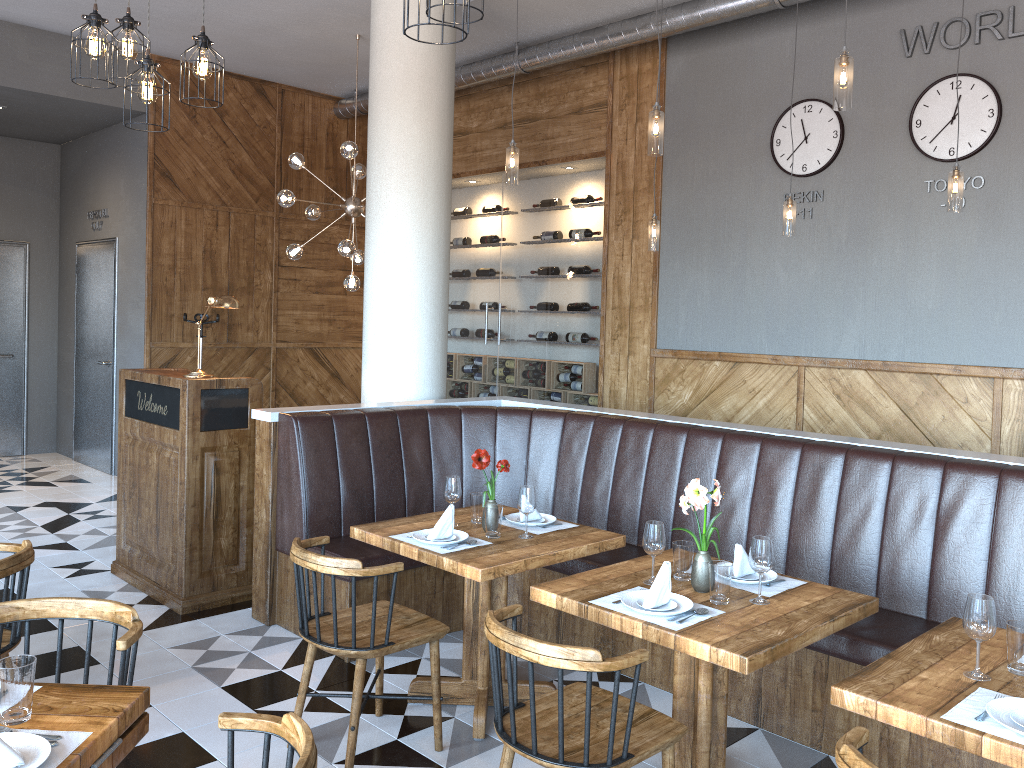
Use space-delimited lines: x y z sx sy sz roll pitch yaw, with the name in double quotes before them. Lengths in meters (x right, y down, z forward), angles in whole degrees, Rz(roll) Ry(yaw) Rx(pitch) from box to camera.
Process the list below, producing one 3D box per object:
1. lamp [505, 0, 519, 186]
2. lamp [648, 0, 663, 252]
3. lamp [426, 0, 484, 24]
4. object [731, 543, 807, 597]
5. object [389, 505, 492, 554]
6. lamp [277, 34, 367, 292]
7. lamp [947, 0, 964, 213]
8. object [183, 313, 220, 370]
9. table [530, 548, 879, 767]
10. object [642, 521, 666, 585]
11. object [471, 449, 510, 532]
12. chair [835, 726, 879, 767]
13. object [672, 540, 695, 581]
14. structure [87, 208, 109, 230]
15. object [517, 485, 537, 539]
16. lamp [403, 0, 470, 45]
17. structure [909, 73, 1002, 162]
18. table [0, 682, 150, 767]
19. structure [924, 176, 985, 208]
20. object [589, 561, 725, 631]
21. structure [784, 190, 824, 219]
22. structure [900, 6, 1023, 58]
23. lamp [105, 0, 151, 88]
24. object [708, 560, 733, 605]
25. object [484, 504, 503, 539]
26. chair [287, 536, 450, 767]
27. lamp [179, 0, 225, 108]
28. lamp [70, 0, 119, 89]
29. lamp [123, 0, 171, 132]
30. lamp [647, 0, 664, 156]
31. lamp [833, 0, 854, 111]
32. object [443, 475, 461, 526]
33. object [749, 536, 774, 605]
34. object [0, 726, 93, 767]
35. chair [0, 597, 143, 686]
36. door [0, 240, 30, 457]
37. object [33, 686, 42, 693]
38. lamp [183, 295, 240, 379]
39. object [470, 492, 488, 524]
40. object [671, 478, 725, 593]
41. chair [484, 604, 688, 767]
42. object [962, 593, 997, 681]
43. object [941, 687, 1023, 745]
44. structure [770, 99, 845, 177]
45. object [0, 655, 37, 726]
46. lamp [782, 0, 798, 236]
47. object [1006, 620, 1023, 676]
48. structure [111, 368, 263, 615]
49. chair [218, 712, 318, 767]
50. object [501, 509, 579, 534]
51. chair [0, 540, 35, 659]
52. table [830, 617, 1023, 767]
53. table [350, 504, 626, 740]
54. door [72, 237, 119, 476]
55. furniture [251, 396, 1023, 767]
"lamp" 0.027 -2.166 5.250 0.078 1.961 0.078 1 2 -12
"lamp" 1.041 -1.931 6.314 0.078 1.961 0.078 1 2 -12
"lamp" -0.141 -2.143 2.636 0.175 2.068 0.175 2 2 -4
"object" 0.853 0.640 3.232 0.272 0.137 0.352 -2 5 -44
"object" -0.295 0.576 3.661 0.272 0.137 0.352 -2 5 -44
"lamp" -1.348 -1.888 7.601 1.186 2.189 1.162 2 2 7
"lamp" 2.464 -1.927 4.846 0.078 1.961 0.078 1 2 -9
"object" -2.967 0.158 8.427 0.374 1.656 0.375 1 2 -22
"table" 0.651 1.097 3.064 0.850 0.763 0.851 -1 4 -44
"object" 0.502 0.598 3.138 0.081 0.215 0.081 3 2 37
"object" -0.111 0.459 3.847 0.171 0.355 0.156 3 3 39
"chair" 0.960 1.168 1.837 0.550 0.816 0.520 -1 3 -44
"object" 0.616 0.639 3.193 0.080 0.132 0.080 -1 3 -44
"structure" -4.316 -1.715 9.240 0.025 0.197 0.566 0 4 -44
"object" 0.062 0.541 3.749 0.081 0.215 0.081 1 2 -13
"lamp" -0.180 -1.998 2.421 0.175 2.068 0.175 3 2 29
"structure" 2.858 -1.718 5.728 0.046 0.560 0.561 0 3 -44
"table" -1.321 1.133 1.748 0.864 0.763 0.866 2 3 1
"structure" 2.861 -1.232 5.742 0.021 0.199 0.369 0 4 -44
"object" 0.469 0.655 2.873 0.272 0.137 0.352 -2 5 -44
"structure" 2.134 -1.307 6.492 0.021 0.197 0.306 0 4 -44
"structure" 3.569 -2.193 5.005 0.033 0.199 2.733 0 4 -44
"lamp" -1.699 -2.384 3.954 0.175 2.068 0.175 2 2 -1
"object" 0.690 0.659 2.937 0.080 0.132 0.080 3 3 31
"object" -0.078 0.580 3.729 0.080 0.132 0.080 3 3 31
"chair" -0.573 1.009 3.418 0.550 0.816 0.520 -1 3 -44
"lamp" -1.335 -2.267 3.867 0.175 2.068 0.175 1 2 -34
"lamp" -1.753 -2.315 3.754 0.175 2.068 0.175 1 2 -12
"lamp" -1.546 -2.137 3.793 0.175 2.068 0.175 2 2 -1
"lamp" 0.759 -2.148 4.494 0.078 1.961 0.078 3 2 32
"lamp" 1.450 -2.162 3.782 0.078 1.961 0.078 1 2 -9
"object" -0.266 0.518 3.930 0.081 0.215 0.081 3 2 37
"object" 0.830 0.620 2.957 0.081 0.215 0.081 1 2 -13
"object" -1.039 0.691 1.736 0.272 0.137 0.353 2 4 1
"chair" -1.307 1.061 2.384 0.519 0.816 0.550 2 2 1
"door" -5.862 -0.376 9.531 1.207 2.391 0.114 0 3 -44
"object" -1.307 0.664 2.003 0.352 0.137 0.272 2 4 1
"lamp" -1.772 -0.151 5.210 0.170 0.755 0.445 2 2 21
"object" -0.151 0.559 3.985 0.080 0.132 0.080 -1 3 -44
"object" 0.642 0.516 3.045 0.146 0.399 0.207 0 3 -37
"chair" 0.193 1.088 2.628 0.550 0.816 0.520 -1 3 -44
"object" 1.248 0.675 2.369 0.081 0.215 0.081 2 2 9
"object" 1.240 0.735 2.077 0.272 0.137 0.352 -2 5 -44
"structure" 2.147 -1.792 6.461 0.046 0.560 0.561 0 3 -44
"object" -1.094 0.677 1.954 0.080 0.132 0.080 0 3 -29
"lamp" 1.774 -1.914 5.557 0.078 1.961 0.078 3 2 32
"object" 1.382 0.718 2.403 0.080 0.132 0.080 -1 3 -44
"structure" -1.942 0.580 5.470 0.645 1.298 1.047 0 3 -44
"chair" -0.673 1.127 1.729 0.550 0.816 0.520 2 2 1
"object" 0.089 0.561 4.020 0.272 0.137 0.352 -2 5 -44
"chair" -1.989 0.991 3.086 0.550 0.816 0.520 2 2 1
"table" 1.409 1.176 2.283 0.850 0.763 0.851 -1 4 -44
"table" -0.117 1.018 3.856 0.850 0.763 0.851 -1 4 -44
"door" -4.401 -0.316 9.300 0.114 2.391 1.208 0 3 -44
"furniture" 1.535 0.922 3.176 1.918 1.148 6.598 -2 5 -44
